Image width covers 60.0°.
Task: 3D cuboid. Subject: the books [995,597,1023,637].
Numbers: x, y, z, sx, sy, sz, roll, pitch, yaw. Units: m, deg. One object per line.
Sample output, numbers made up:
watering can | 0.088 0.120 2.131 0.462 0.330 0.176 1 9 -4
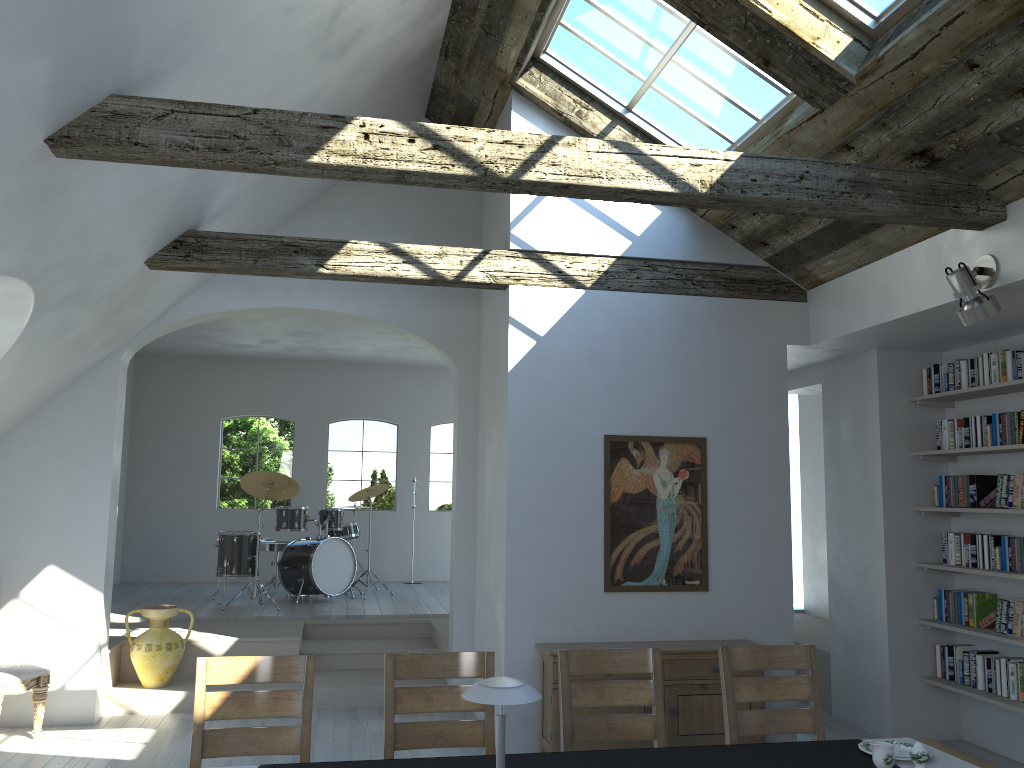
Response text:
books | 3.234 1.484 5.653 0.189 0.228 0.249 2 -7 -11

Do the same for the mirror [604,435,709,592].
mirror | 0.981 0.878 6.030 0.736 1.047 0.009 2 -7 -11

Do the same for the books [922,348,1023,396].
books | 3.407 -0.183 5.117 0.242 0.237 2.981 2 -7 -11

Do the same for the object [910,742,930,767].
object | 1.409 1.286 3.064 0.064 0.092 0.064 6 -9 -33

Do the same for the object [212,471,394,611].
object | -2.439 1.695 9.946 1.465 1.383 2.354 -4 -9 33

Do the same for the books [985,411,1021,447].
books | 3.257 0.303 5.777 0.209 0.220 0.278 2 -7 -12

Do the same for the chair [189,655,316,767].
chair | -0.993 1.572 3.294 0.514 1.006 0.605 2 -7 -11

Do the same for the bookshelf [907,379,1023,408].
bookshelf | 3.810 -0.327 2.727 0.315 0.070 7.825 2 -7 -11

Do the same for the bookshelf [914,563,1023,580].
bookshelf | 3.794 0.850 2.578 0.315 0.070 7.825 2 -7 -11

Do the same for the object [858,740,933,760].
object | 1.404 1.347 3.249 0.250 0.017 0.253 2 -7 -11

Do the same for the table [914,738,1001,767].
table | 0.224 1.648 2.702 3.078 0.737 0.939 2 -7 -11

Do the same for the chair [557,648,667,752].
chair | 0.469 1.627 3.577 0.514 1.006 0.605 2 -7 -11

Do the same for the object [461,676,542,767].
object | -0.033 1.086 2.718 0.251 0.362 0.251 -1 -7 12

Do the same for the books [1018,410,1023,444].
books | 3.307 0.269 5.514 0.189 0.228 0.249 2 -7 -11

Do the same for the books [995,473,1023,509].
books | 3.257 0.688 5.691 0.189 0.228 0.249 2 -7 -11

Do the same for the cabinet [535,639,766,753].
cabinet | 0.903 2.047 5.693 1.481 0.714 0.383 2 -7 -11

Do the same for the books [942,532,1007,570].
books | 3.173 1.135 6.048 0.214 0.220 0.490 2 -7 -11

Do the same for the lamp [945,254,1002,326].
lamp | 2.416 -0.492 4.657 0.265 0.386 0.235 -1 -7 11

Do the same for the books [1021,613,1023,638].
books | 3.283 1.456 5.414 0.209 0.220 0.278 2 -7 -12

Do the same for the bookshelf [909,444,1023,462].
bookshelf | 3.805 0.066 2.677 0.315 0.070 7.825 2 -7 -11

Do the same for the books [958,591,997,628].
books | 3.179 1.519 5.932 0.189 0.224 0.345 2 -7 -11

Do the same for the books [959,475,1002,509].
books | 3.202 0.724 5.965 0.189 0.224 0.345 2 -7 -11

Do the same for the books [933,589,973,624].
books | 3.122 1.557 6.230 0.209 0.220 0.278 2 -7 -12

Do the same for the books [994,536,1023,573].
books | 3.250 1.086 5.658 0.209 0.220 0.278 2 -7 -12

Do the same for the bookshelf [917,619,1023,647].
bookshelf | 3.789 1.242 2.528 0.315 0.070 7.825 2 -7 -11

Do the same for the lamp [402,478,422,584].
lamp | -1.309 1.935 11.770 0.232 1.383 0.238 2 -7 -11

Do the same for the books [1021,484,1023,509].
books | 3.306 0.660 5.453 0.209 0.220 0.278 2 -7 -12

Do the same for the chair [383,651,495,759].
chair | -0.262 1.600 3.436 0.514 1.006 0.605 2 -7 -11

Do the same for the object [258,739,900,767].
object | 0.247 1.391 2.746 2.456 0.227 1.073 2 -7 -11

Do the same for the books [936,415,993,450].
books | 3.182 0.351 6.154 0.214 0.220 0.490 2 -7 -11

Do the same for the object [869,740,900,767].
object | 1.280 1.279 3.049 0.100 0.098 0.071 7 -10 -42

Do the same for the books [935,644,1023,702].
books | 3.383 1.775 4.861 0.242 0.237 2.981 2 -7 -11

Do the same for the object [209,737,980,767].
object | 0.245 1.318 2.751 2.872 0.077 1.050 2 -7 -11

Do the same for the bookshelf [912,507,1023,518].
bookshelf | 3.799 0.458 2.627 0.315 0.070 7.825 2 -7 -11

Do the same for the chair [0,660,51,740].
chair | -3.513 1.800 5.926 0.655 1.159 0.552 -1 -7 14

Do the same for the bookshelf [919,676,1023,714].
bookshelf | 3.784 1.635 2.479 0.315 0.070 7.825 2 -7 -11

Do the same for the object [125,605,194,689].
object | -2.772 2.054 6.942 0.396 0.605 0.402 -4 -9 35

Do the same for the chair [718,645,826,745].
chair | 1.200 1.655 3.718 0.514 1.006 0.605 2 -7 -11

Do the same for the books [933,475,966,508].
books | 3.144 0.761 6.269 0.209 0.220 0.278 2 -7 -12
